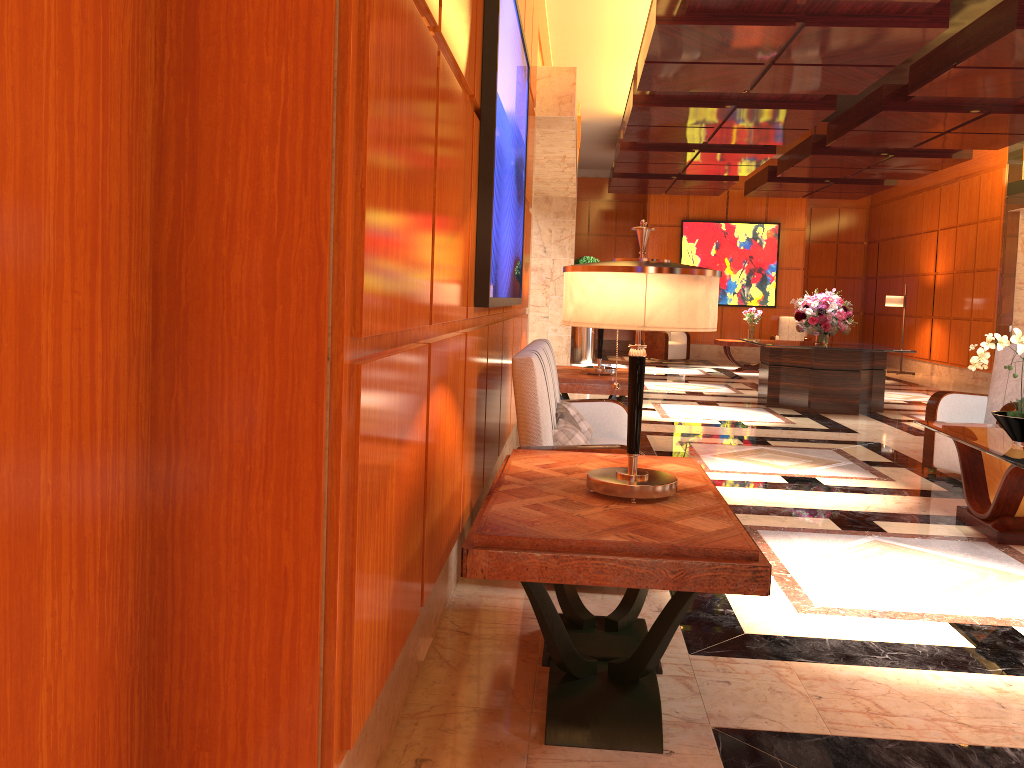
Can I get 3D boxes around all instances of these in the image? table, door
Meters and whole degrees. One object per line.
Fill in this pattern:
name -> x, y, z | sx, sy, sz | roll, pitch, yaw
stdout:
table -> 0.281, 0.618, 2.722 | 0.725, 0.605, 1.274 | 2, 5, 4
table -> 0.595, 0.213, 6.926 | 0.725, 0.605, 1.274 | 2, 5, 4
door -> -0.553, -0.251, 0.843 | 0.340, 2.645, 1.542 | 2, 4, 4
table -> 3.620, -0.098, 10.443 | 1.600, 0.743, 1.605 | 2, 5, 4
table -> 4.202, -0.487, 15.652 | 1.167, 0.533, 0.727 | 2, 5, 4
table -> 2.774, 0.562, 4.780 | 0.722, 0.494, 1.564 | 3, 5, 7

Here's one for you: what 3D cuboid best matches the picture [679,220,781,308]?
picture -> 4.453, -2.466, 18.211 | 1.996, 1.732, 0.057 | 2, 3, 4

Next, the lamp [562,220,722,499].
lamp -> 0.370, -0.084, 2.608 | 0.459, 0.792, 0.459 | -1, 5, -34

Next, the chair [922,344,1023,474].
chair -> 3.416, 0.200, 6.210 | 0.628, 0.958, 0.740 | 1, 4, -17

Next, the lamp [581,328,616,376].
lamp -> 0.679, -0.475, 6.745 | 0.459, 0.808, 0.460 | 3, 4, 13

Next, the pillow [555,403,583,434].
pillow -> 0.279, 0.240, 4.402 | 0.160, 0.252, 0.359 | 2, 5, 1

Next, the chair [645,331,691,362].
chair -> 3.105, -0.955, 17.752 | 0.738, 0.958, 0.630 | -1, 5, -37

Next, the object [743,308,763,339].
object -> 4.240, -1.053, 15.648 | 0.351, 0.594, 0.327 | 4, 4, 24

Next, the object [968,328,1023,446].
object -> 2.728, 0.017, 4.634 | 0.788, 0.616, 0.418 | 0, 4, -19

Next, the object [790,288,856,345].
object -> 3.646, -0.795, 10.383 | 0.649, 0.657, 0.682 | 2, 5, -5

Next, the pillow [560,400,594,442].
pillow -> 0.347, 0.213, 4.846 | 0.202, 0.229, 0.274 | 3, 5, 7

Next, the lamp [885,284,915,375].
lamp -> 7.125, -1.009, 16.307 | 0.526, 1.657, 0.361 | 2, 4, -6

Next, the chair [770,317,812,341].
chair -> 5.531, -0.850, 17.579 | 0.738, 0.958, 0.630 | 4, 4, 23

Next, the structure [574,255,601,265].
structure -> 1.343, -1.494, 16.180 | 0.721, 1.708, 0.724 | 1, 4, -18

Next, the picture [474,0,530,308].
picture -> -0.017, -1.114, 4.376 | 0.056, 1.448, 2.002 | 2, 5, 4

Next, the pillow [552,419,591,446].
pillow -> 0.275, 0.292, 3.968 | 0.195, 0.226, 0.345 | 3, 5, 9

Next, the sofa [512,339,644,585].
sofa -> 0.348, 0.279, 4.419 | 0.612, 0.930, 1.804 | 2, 5, 5
